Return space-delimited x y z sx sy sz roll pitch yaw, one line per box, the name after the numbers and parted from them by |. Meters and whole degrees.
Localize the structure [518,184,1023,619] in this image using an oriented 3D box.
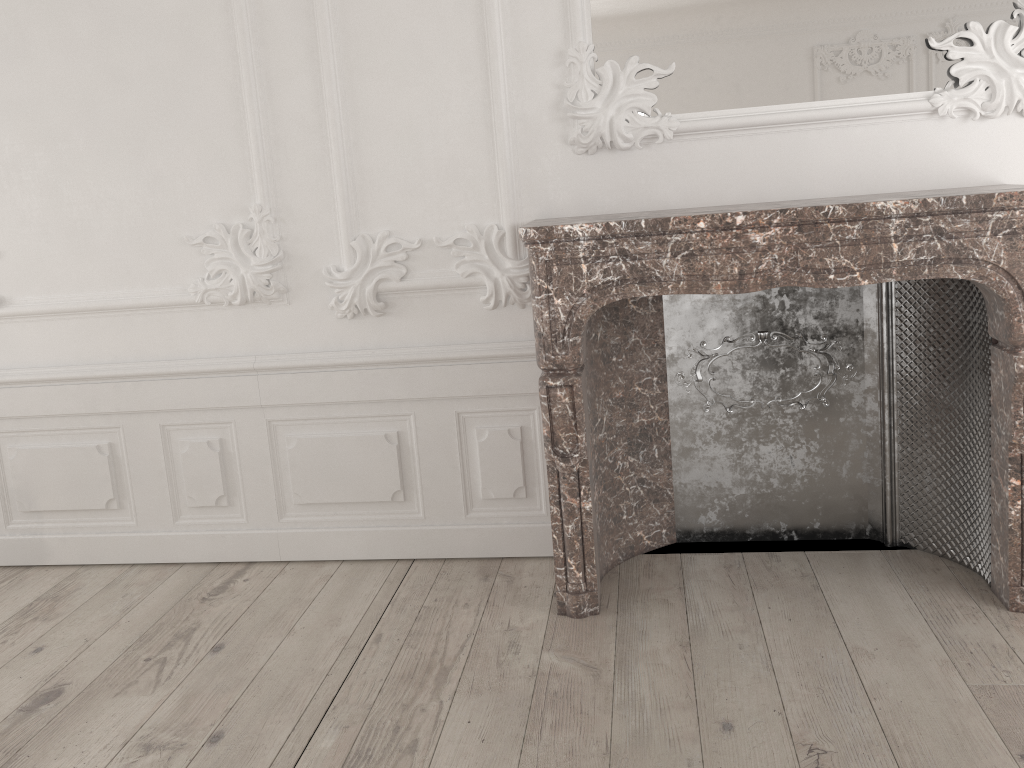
0.866 0.038 2.895 1.543 1.233 0.668 -3 10 9 | structure

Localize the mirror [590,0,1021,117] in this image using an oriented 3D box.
0.892 -1.621 2.807 1.434 1.553 0.009 -3 9 9 | mirror
